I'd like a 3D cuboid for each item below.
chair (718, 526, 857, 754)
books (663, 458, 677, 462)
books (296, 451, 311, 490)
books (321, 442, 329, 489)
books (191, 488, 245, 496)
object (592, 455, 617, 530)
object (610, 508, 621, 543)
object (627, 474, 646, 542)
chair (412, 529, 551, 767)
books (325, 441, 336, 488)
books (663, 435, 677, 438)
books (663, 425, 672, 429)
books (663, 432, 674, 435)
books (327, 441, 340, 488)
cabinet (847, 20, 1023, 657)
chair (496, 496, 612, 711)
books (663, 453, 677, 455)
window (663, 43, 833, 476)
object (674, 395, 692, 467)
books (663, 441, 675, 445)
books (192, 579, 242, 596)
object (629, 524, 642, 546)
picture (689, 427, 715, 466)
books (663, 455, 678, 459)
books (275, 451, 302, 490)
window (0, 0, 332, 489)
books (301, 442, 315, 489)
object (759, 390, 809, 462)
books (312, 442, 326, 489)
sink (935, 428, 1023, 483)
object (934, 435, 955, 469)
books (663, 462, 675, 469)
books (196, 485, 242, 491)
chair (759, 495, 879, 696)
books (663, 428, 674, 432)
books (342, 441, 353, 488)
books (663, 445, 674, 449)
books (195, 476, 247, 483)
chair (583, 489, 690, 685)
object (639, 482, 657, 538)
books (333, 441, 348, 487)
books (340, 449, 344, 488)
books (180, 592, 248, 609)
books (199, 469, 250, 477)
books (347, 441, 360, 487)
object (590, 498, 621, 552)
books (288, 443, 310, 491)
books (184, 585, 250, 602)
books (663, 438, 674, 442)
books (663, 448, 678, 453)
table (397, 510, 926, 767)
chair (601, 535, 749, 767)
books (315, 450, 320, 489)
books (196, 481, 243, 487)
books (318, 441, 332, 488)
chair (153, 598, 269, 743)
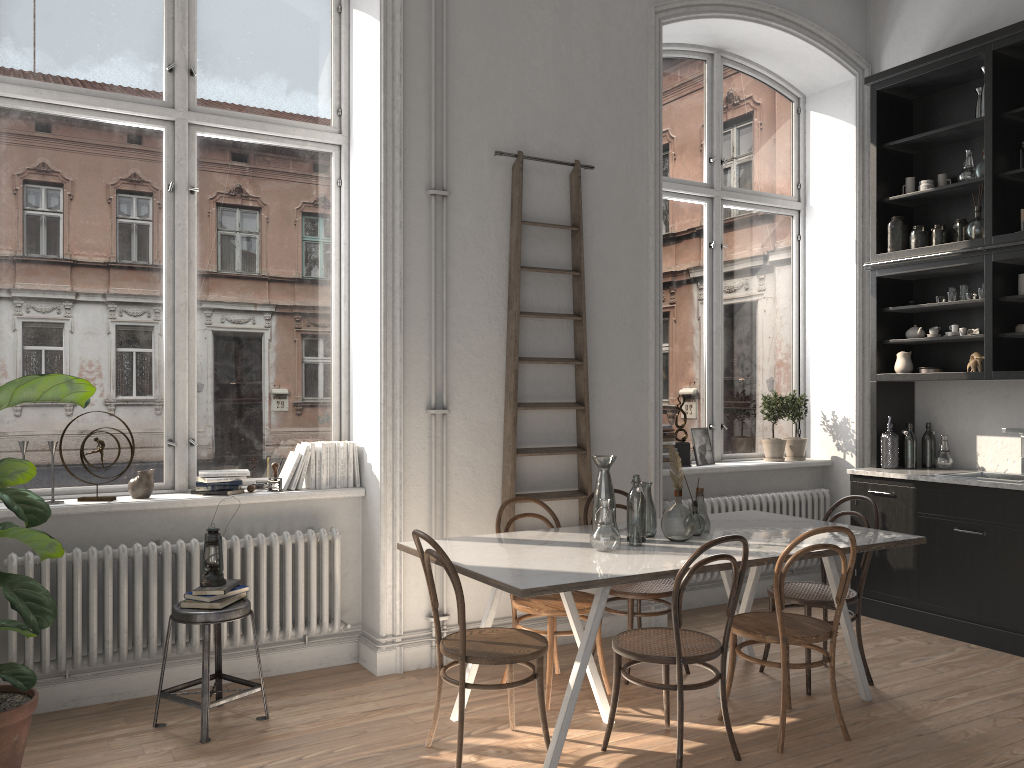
[{"bbox_3d":[1.180,1.033,3.801,0.438,0.920,0.549,0,0,-19],"label":"chair"},{"bbox_3d":[0.947,0.504,5.895,0.249,0.023,0.175,0,-1,-34],"label":"books"},{"bbox_3d":[-1.126,0.455,4.724,0.072,0.203,0.155,0,0,-30],"label":"books"},{"bbox_3d":[-1.023,0.436,4.782,0.019,0.244,0.174,0,0,-30],"label":"books"},{"bbox_3d":[-1.491,0.544,4.500,0.221,0.023,0.147,0,-1,19],"label":"books"},{"bbox_3d":[0.425,0.523,4.086,0.116,0.383,0.116,0,0,-19],"label":"object"},{"bbox_3d":[0.446,0.635,3.967,0.083,0.158,0.083,0,0,-34],"label":"object"},{"bbox_3d":[0.566,0.563,4.038,0.086,0.301,0.086,0,0,-44],"label":"object"},{"bbox_3d":[-0.124,1.031,3.562,0.549,0.920,0.438,0,0,-22],"label":"chair"},{"bbox_3d":[-0.999,0.437,4.822,0.024,0.243,0.175,0,0,-30],"label":"books"},{"bbox_3d":[0.948,0.350,5.910,0.244,0.019,0.174,0,-1,-30],"label":"books"},{"bbox_3d":[0.943,0.286,5.918,0.201,0.024,0.159,0,-1,-40],"label":"books"},{"bbox_3d":[0.941,0.329,5.906,0.231,0.023,0.162,0,-1,-14],"label":"books"},{"bbox_3d":[-0.969,0.436,4.813,0.019,0.244,0.174,0,0,-30],"label":"books"},{"bbox_3d":[3.288,-0.291,4.635,0.635,3.583,3.251,0,0,-30],"label":"cabinet"},{"bbox_3d":[0.191,1.038,4.356,0.438,0.920,0.549,0,0,-32],"label":"chair"},{"bbox_3d":[0.948,0.462,5.913,0.255,0.014,0.192,0,-1,-27],"label":"books"},{"bbox_3d":[5.402,-5.192,12.153,14.385,15.935,26.398,0,0,-30],"label":"window"},{"bbox_3d":[1.148,0.315,6.031,0.122,0.488,0.102,0,0,-6],"label":"object"},{"bbox_3d":[0.953,0.393,5.919,0.222,0.024,0.158,0,-1,-30],"label":"books"},{"bbox_3d":[-1.317,0.908,3.965,0.147,0.027,0.221,0,-1,2],"label":"books"},{"bbox_3d":[0.546,0.666,3.916,0.058,0.094,0.058,0,0,-2],"label":"object"},{"bbox_3d":[1.290,0.435,6.161,0.149,0.264,0.221,0,0,44],"label":"picture"},{"bbox_3d":[0.947,0.481,5.895,0.249,0.023,0.175,0,-1,-29],"label":"books"},{"bbox_3d":[-1.183,0.458,4.695,0.105,0.194,0.155,0,0,-31],"label":"books"},{"bbox_3d":[-1.711,-0.912,4.575,1.622,2.843,0.013,0,0,-30],"label":"window"},{"bbox_3d":[-1.095,0.436,4.766,0.024,0.243,0.175,0,0,-30],"label":"books"},{"bbox_3d":[1.999,0.302,6.527,0.500,0.524,0.234,0,0,-41],"label":"object"},{"bbox_3d":[-1.038,0.436,4.763,0.024,0.243,0.175,0,0,-30],"label":"books"},{"bbox_3d":[2.931,0.521,5.310,0.514,0.504,0.526,0,0,-30],"label":"sink"},{"bbox_3d":[2.838,0.448,5.824,0.132,0.219,0.120,0,0,-30],"label":"object"},{"bbox_3d":[0.945,0.536,5.895,0.248,0.043,0.192,0,-1,-30],"label":"books"},{"bbox_3d":[-1.484,0.522,4.500,0.205,0.022,0.155,0,-1,-10],"label":"books"},{"bbox_3d":[1.574,1.039,4.518,0.549,0.920,0.438,0,0,-18],"label":"chair"},{"bbox_3d":[0.953,0.307,5.913,0.205,0.020,0.155,0,-1,-30],"label":"books"},{"bbox_3d":[-0.909,0.437,4.850,0.024,0.243,0.175,0,0,-30],"label":"books"},{"bbox_3d":[0.953,0.416,5.912,0.205,0.022,0.155,0,-1,-16],"label":"books"},{"bbox_3d":[-1.473,0.479,4.491,0.205,0.020,0.155,0,-1,-40],"label":"books"},{"bbox_3d":[0.647,1.041,4.712,0.438,0.920,0.549,0,0,-23],"label":"chair"},{"bbox_3d":[0.628,0.588,4.158,0.100,0.255,0.098,0,0,37],"label":"object"},{"bbox_3d":[-0.941,0.437,4.855,0.024,0.243,0.175,0,0,-30],"label":"books"},{"bbox_3d":[-0.951,0.455,4.826,0.020,0.205,0.155,0,0,-30],"label":"books"},{"bbox_3d":[-1.326,0.957,3.955,0.194,0.034,0.246,0,-1,10],"label":"books"},{"bbox_3d":[-1.467,0.454,4.518,0.244,0.019,0.174,0,-1,-20],"label":"books"},{"bbox_3d":[-0.881,0.437,4.864,0.040,0.244,0.174,0,0,-30],"label":"books"},{"bbox_3d":[0.399,0.602,3.793,0.132,0.219,0.132,0,0,-41],"label":"object"},{"bbox_3d":[-1.147,0.439,4.710,0.100,0.235,0.174,0,0,-30],"label":"books"},{"bbox_3d":[-1.318,0.931,3.963,0.163,0.029,0.232,0,-1,31],"label":"books"},{"bbox_3d":[0.953,0.371,5.912,0.205,0.022,0.155,0,-1,-35],"label":"books"},{"bbox_3d":[0.947,0.441,5.914,0.245,0.028,0.193,0,-1,-35],"label":"books"},{"bbox_3d":[0.709,1.104,4.070,2.200,0.780,1.100,0,0,-30],"label":"table"},{"bbox_3d":[0.656,1.030,3.540,0.438,0.920,0.549,0,0,-35],"label":"chair"},{"bbox_3d":[-1.062,0.455,4.761,0.020,0.205,0.155,0,0,-30],"label":"books"},{"bbox_3d":[-1.481,0.500,4.500,0.221,0.023,0.147,0,-1,-14],"label":"books"},{"bbox_3d":[-1.015,0.436,4.807,0.019,0.244,0.174,0,0,-30],"label":"books"},{"bbox_3d":[-1.324,1.231,3.917,0.360,0.523,0.364,0,0,34],"label":"chair"}]
